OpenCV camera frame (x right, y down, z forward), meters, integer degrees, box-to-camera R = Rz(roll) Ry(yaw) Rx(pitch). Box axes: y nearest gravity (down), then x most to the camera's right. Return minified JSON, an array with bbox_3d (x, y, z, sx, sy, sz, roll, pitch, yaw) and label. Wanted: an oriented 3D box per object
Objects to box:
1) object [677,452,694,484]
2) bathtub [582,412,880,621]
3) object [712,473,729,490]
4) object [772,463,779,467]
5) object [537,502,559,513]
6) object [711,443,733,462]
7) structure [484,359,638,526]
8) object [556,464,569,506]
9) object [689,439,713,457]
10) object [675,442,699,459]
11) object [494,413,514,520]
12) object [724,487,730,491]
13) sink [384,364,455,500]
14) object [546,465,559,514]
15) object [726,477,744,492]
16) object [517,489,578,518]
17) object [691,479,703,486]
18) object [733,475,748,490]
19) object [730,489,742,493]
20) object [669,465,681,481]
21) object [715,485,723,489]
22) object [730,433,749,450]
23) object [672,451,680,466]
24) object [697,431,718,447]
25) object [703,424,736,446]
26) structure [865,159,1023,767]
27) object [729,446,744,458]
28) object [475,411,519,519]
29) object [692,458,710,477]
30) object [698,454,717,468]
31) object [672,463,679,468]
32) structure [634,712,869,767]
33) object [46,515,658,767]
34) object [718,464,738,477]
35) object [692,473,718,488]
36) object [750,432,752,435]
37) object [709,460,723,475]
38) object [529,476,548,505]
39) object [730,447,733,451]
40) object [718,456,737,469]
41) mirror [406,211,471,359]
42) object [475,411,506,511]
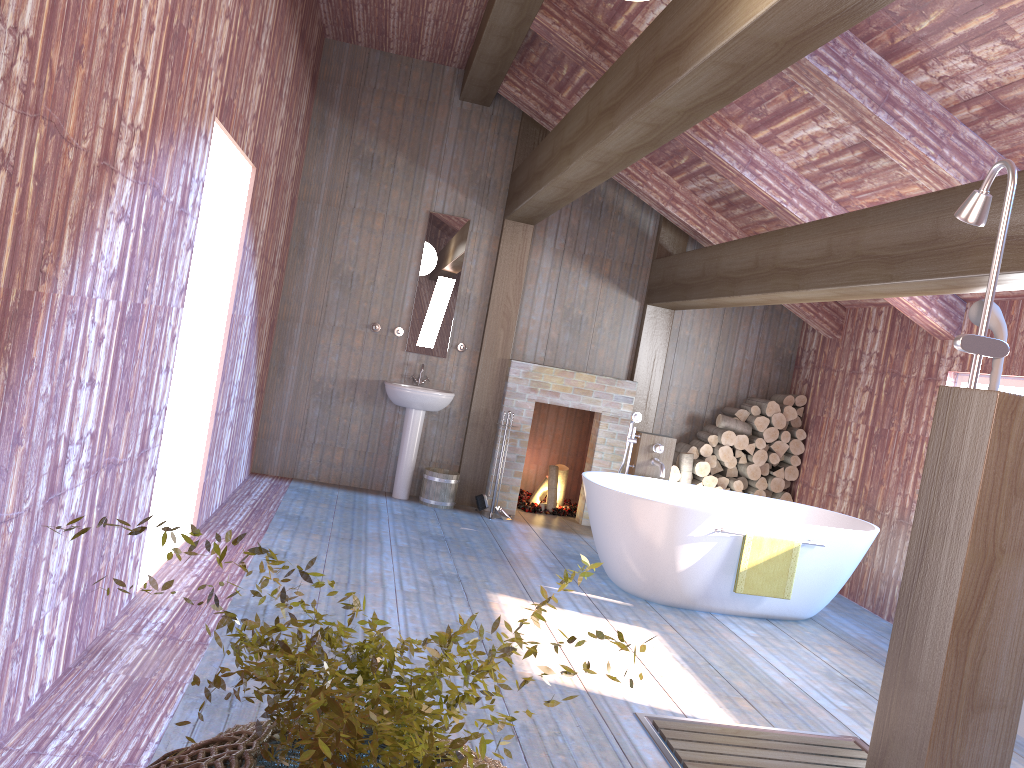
[{"bbox_3d":[1.474,0.732,7.528,0.147,0.298,0.109,10,2,-7],"label":"object"},{"bbox_3d":[1.398,0.870,5.778,1.935,1.109,1.460,11,2,12],"label":"bathtub"},{"bbox_3d":[1.787,0.840,7.762,0.114,0.120,0.303,10,2,-9],"label":"object"},{"bbox_3d":[2.282,0.681,7.817,0.067,0.069,0.177,10,2,-9],"label":"object"},{"bbox_3d":[0.329,1.119,8.062,0.085,0.084,0.278,12,2,37],"label":"object"},{"bbox_3d":[1.774,0.578,7.738,0.141,0.143,0.437,10,2,-11],"label":"object"},{"bbox_3d":[0.408,0.532,7.697,1.130,1.330,0.226,10,2,-10],"label":"structure"},{"bbox_3d":[0.433,0.979,8.292,0.140,0.459,0.266,10,2,8],"label":"object"},{"bbox_3d":[1.640,0.556,7.710,0.115,0.123,0.291,10,2,-9],"label":"object"},{"bbox_3d":[1.523,0.580,7.741,0.114,0.113,0.301,10,2,-12],"label":"object"},{"bbox_3d":[-0.042,0.671,7.325,0.206,0.871,0.126,11,2,33],"label":"object"},{"bbox_3d":[1.805,0.921,7.769,0.086,0.089,0.279,10,2,-12],"label":"object"},{"bbox_3d":[-0.826,0.400,7.351,0.582,1.143,0.475,10,2,-10],"label":"sink"},{"bbox_3d":[0.367,0.960,8.049,0.098,0.434,0.283,10,2,-11],"label":"object"},{"bbox_3d":[1.889,0.854,7.774,0.098,0.100,0.437,10,2,-11],"label":"object"},{"bbox_3d":[0.294,1.117,8.371,0.829,0.085,0.935,9,2,-27],"label":"object"},{"bbox_3d":[1.509,0.895,7.742,0.155,0.174,0.483,10,2,-11],"label":"object"},{"bbox_3d":[1.983,0.857,7.891,0.116,0.118,0.289,10,2,-12],"label":"object"},{"bbox_3d":[1.909,0.955,7.789,0.111,0.113,0.301,10,2,-11],"label":"object"},{"bbox_3d":[1.317,0.739,7.687,0.139,0.137,0.455,10,2,-11],"label":"object"},{"bbox_3d":[1.717,0.904,7.747,0.098,0.100,0.437,10,2,-11],"label":"object"},{"bbox_3d":[1.918,0.478,7.761,0.138,0.147,0.440,10,2,-9],"label":"object"},{"bbox_3d":[1.451,0.651,7.803,0.108,0.113,0.302,10,2,-9],"label":"object"},{"bbox_3d":[1.706,0.475,7.731,0.106,0.112,0.282,10,2,-9],"label":"object"},{"bbox_3d":[1.809,0.445,7.741,0.135,0.145,0.439,10,2,-9],"label":"object"},{"bbox_3d":[1.356,0.414,2.619,0.328,2.209,0.522,10,2,11],"label":"structure"},{"bbox_3d":[1.941,0.594,7.767,0.088,0.092,0.280,10,2,-9],"label":"object"},{"bbox_3d":[-0.125,0.652,7.376,0.276,0.888,0.333,11,2,32],"label":"object"},{"bbox_3d":[1.581,0.702,7.717,0.138,0.147,0.440,10,2,-9],"label":"object"},{"bbox_3d":[1.678,0.652,7.739,0.111,0.113,0.301,10,2,-10],"label":"object"},{"bbox_3d":[1.397,0.725,7.797,0.099,0.093,0.280,10,2,-9],"label":"object"},{"bbox_3d":[1.055,1.473,3.188,1.000,0.067,1.000,10,2,-10],"label":"structure"},{"bbox_3d":[-0.242,0.754,1.218,0.972,1.073,0.970,9,2,-29],"label":"object"},{"bbox_3d":[1.895,0.754,7.871,0.104,0.127,0.321,10,2,-9],"label":"object"},{"bbox_3d":[1.645,0.823,7.750,0.139,0.148,0.458,10,2,-9],"label":"object"},{"bbox_3d":[2.016,0.413,7.868,0.121,0.124,0.291,10,2,-9],"label":"object"},{"bbox_3d":[1.753,0.715,7.843,0.128,0.150,0.323,10,2,-9],"label":"object"},{"bbox_3d":[0.277,0.996,8.205,0.221,0.306,0.121,11,2,18],"label":"object"},{"bbox_3d":[1.871,0.573,7.739,0.057,0.061,0.156,10,2,-10],"label":"object"},{"bbox_3d":[1.858,0.658,7.754,0.115,0.123,0.291,10,2,-9],"label":"object"},{"bbox_3d":[-0.626,-0.835,7.518,0.350,1.199,0.009,10,2,-10],"label":"mirror"},{"bbox_3d":[-0.184,0.634,7.313,0.136,0.846,0.062,9,2,-28],"label":"object"}]
